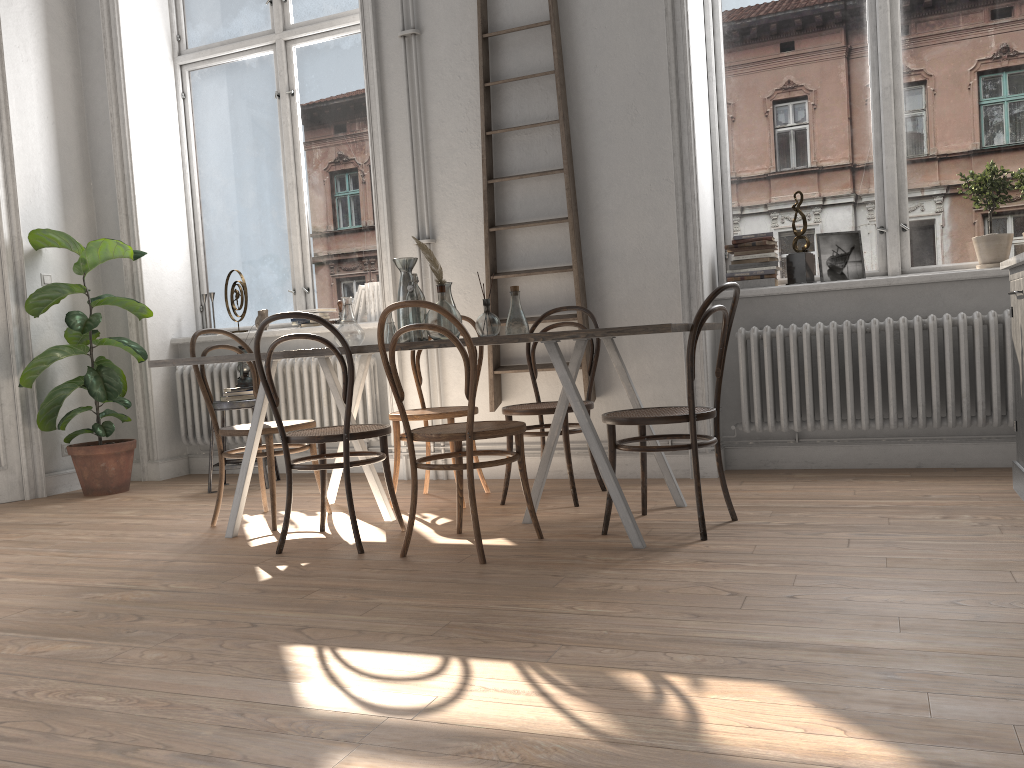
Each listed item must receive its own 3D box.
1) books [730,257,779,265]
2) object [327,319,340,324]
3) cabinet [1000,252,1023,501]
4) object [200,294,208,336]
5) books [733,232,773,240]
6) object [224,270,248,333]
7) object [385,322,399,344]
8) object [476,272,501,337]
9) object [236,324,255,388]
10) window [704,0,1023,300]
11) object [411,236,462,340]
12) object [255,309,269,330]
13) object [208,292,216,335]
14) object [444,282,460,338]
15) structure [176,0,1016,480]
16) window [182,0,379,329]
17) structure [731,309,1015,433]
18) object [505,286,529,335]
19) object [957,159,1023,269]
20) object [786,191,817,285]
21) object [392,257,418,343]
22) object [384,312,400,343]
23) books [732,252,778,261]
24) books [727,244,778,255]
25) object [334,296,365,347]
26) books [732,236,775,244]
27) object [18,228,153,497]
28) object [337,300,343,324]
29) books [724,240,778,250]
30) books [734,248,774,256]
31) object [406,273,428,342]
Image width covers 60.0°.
[{"bbox_3d":[1.285,-0.647,4.698,0.205,0.022,0.155,-2,3,36],"label":"books"},{"bbox_3d":[-1.139,-0.402,5.706,0.153,0.048,0.088,-5,3,-28],"label":"object"},{"bbox_3d":[1.660,-1.250,2.035,0.635,3.585,3.249,-3,3,22],"label":"cabinet"},{"bbox_3d":[-2.114,-0.475,6.119,0.095,0.289,0.095,-6,4,-36],"label":"object"},{"bbox_3d":[1.275,-0.777,4.702,0.201,0.024,0.159,-3,3,12],"label":"books"},{"bbox_3d":[-1.848,-0.554,5.965,0.087,0.425,0.347,-6,4,-35],"label":"object"},{"bbox_3d":[-0.519,-0.217,3.818,0.058,0.094,0.058,-6,4,-39],"label":"object"},{"bbox_3d":[-0.107,-0.336,3.733,0.107,0.284,0.106,-3,3,17],"label":"object"},{"bbox_3d":[-1.597,-0.175,5.346,0.163,0.383,0.154,-4,3,-4],"label":"object"},{"bbox_3d":[8.545,-6.819,4.677,14.387,15.942,26.383,-3,3,22],"label":"window"},{"bbox_3d":[-0.297,-0.404,3.720,0.157,0.446,0.157,-1,4,40],"label":"object"},{"bbox_3d":[-1.662,-0.422,5.896,0.100,0.142,0.102,-4,3,-3],"label":"object"},{"bbox_3d":[-2.027,-0.476,6.022,0.095,0.289,0.095,-1,4,45],"label":"object"},{"bbox_3d":[-0.284,-0.317,3.896,0.098,0.255,0.100,-4,3,-1],"label":"object"},{"bbox_3d":[0.023,-1.715,4.875,5.182,4.476,0.340,-3,3,22],"label":"structure"},{"bbox_3d":[-1.487,-1.837,5.920,1.622,2.844,0.013,-3,3,22],"label":"window"},{"bbox_3d":[1.872,-0.054,4.337,1.577,0.552,0.194,-3,3,22],"label":"structure"},{"bbox_3d":[0.017,-0.310,3.767,0.101,0.212,0.101,-5,3,-28],"label":"object"},{"bbox_3d":[2.402,-0.821,4.239,0.500,0.524,0.234,-3,3,12],"label":"object"},{"bbox_3d":[1.492,-0.759,4.610,0.102,0.488,0.122,-7,4,-43],"label":"object"},{"bbox_3d":[-0.469,-0.374,4.009,0.116,0.383,0.116,-2,4,34],"label":"object"},{"bbox_3d":[-0.542,-0.252,3.927,0.083,0.158,0.083,-3,3,18],"label":"object"},{"bbox_3d":[1.289,-0.671,4.700,0.222,0.024,0.158,-3,3,22],"label":"books"},{"bbox_3d":[1.276,-0.712,4.697,0.244,0.019,0.174,-3,3,22],"label":"books"},{"bbox_3d":[-0.710,-0.269,3.856,0.132,0.219,0.132,-3,3,12],"label":"object"},{"bbox_3d":[1.278,-0.756,4.692,0.205,0.020,0.155,-3,3,22],"label":"books"},{"bbox_3d":[-0.314,-0.345,4.243,5.828,1.843,0.791,-2,3,27],"label":"object"},{"bbox_3d":[-1.084,-0.453,5.619,0.048,0.153,0.088,-4,3,-8],"label":"object"},{"bbox_3d":[1.267,-0.733,4.699,0.231,0.023,0.162,-2,3,38],"label":"books"},{"bbox_3d":[1.282,-0.692,4.695,0.205,0.022,0.155,-3,3,17],"label":"books"},{"bbox_3d":[-0.418,-0.330,3.871,0.086,0.301,0.086,-3,3,8],"label":"object"}]
